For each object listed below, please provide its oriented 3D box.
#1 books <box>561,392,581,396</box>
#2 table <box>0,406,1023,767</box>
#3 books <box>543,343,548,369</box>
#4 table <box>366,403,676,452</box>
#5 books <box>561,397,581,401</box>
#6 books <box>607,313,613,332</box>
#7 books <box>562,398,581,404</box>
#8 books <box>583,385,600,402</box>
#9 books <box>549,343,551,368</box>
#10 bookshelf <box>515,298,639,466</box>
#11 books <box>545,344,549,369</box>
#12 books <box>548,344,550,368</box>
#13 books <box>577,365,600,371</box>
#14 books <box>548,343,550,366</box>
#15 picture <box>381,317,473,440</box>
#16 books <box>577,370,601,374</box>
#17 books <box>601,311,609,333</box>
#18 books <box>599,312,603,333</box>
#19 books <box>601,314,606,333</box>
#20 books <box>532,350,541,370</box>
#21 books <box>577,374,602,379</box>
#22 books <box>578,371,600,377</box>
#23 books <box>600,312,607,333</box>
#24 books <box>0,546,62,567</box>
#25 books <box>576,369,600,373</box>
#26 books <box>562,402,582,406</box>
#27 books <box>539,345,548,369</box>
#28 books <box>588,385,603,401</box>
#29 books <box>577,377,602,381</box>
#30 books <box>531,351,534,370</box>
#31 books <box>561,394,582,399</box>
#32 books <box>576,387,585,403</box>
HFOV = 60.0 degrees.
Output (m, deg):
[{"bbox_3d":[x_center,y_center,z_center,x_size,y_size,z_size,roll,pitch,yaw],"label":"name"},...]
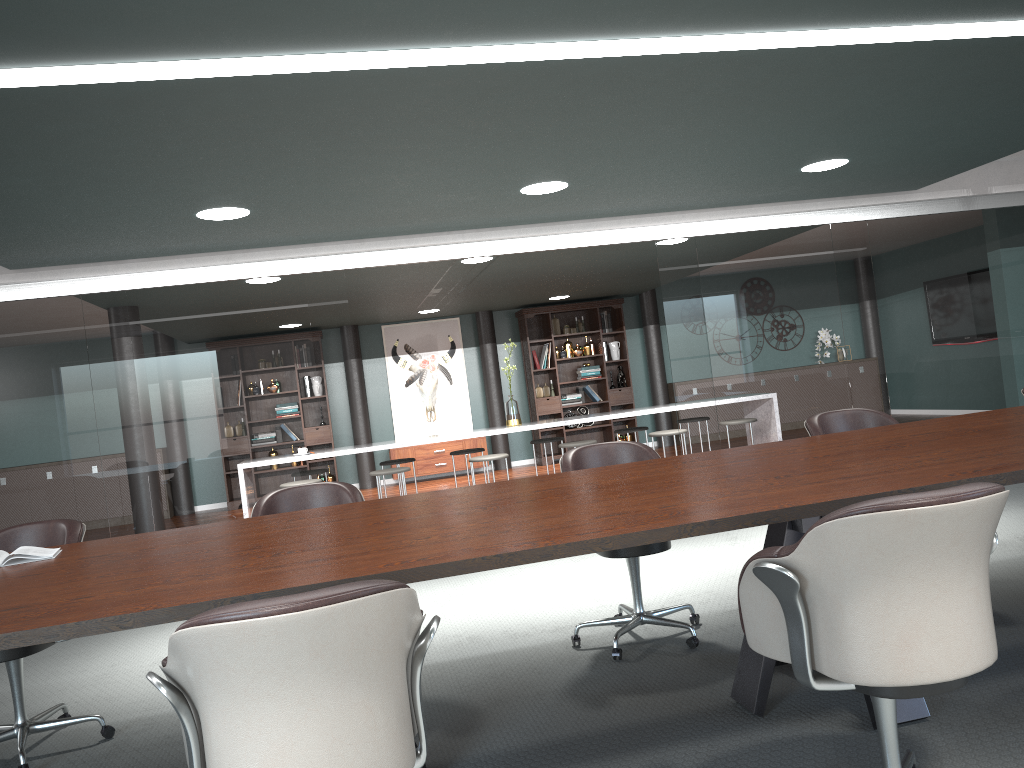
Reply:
[{"bbox_3d":[0.734,0.133,11.381,0.268,0.016,0.205,-7,0,-11],"label":"books"},{"bbox_3d":[0.158,0.683,2.548,6.694,0.706,1.374,-7,0,-11],"label":"table"},{"bbox_3d":[0.419,-0.352,11.347,0.090,0.316,0.197,-7,0,-11],"label":"books"},{"bbox_3d":[0.075,0.707,7.641,4.577,0.699,0.609,-7,0,-11],"label":"table"},{"bbox_3d":[0.729,0.192,11.379,0.268,0.016,0.205,-7,0,-11],"label":"books"},{"bbox_3d":[1.245,-0.783,11.521,0.042,0.248,0.194,-7,0,-11],"label":"books"},{"bbox_3d":[0.733,0.221,11.378,0.248,0.042,0.194,-7,0,-11],"label":"books"},{"bbox_3d":[1.015,0.125,11.439,0.176,0.227,0.194,-7,0,-11],"label":"books"},{"bbox_3d":[0.463,-0.360,11.351,0.062,0.322,0.197,-7,0,-11],"label":"books"},{"bbox_3d":[0.854,-0.031,11.446,1.339,1.984,0.482,-7,0,-11],"label":"bookshelf"},{"bbox_3d":[0.439,-0.351,11.351,0.063,0.309,0.210,-7,0,-11],"label":"books"},{"bbox_3d":[0.454,-0.353,11.353,0.063,0.309,0.210,-7,0,-11],"label":"books"},{"bbox_3d":[0.987,-0.202,11.465,0.248,0.042,0.194,-7,0,-11],"label":"books"},{"bbox_3d":[0.448,-0.359,11.350,0.062,0.322,0.197,-7,0,-11],"label":"books"},{"bbox_3d":[-1.077,-0.047,11.345,1.002,1.512,0.031,-7,0,-11],"label":"picture"},{"bbox_3d":[0.989,-0.158,11.465,0.268,0.016,0.205,-7,0,-11],"label":"books"},{"bbox_3d":[1.208,-0.798,11.515,0.027,0.286,0.184,-7,0,-11],"label":"books"},{"bbox_3d":[1.121,-0.788,11.498,0.027,0.286,0.184,-7,0,-11],"label":"books"},{"bbox_3d":[1.159,-0.772,11.504,0.042,0.248,0.194,-7,0,-11],"label":"books"},{"bbox_3d":[0.290,-0.303,11.323,0.084,0.252,0.194,-7,0,-11],"label":"books"},{"bbox_3d":[1.000,-0.093,11.466,0.286,0.027,0.184,-7,0,-11],"label":"books"},{"bbox_3d":[0.993,-0.128,11.464,0.248,0.042,0.194,-7,0,-11],"label":"books"},{"bbox_3d":[1.186,-0.787,11.510,0.016,0.268,0.205,-7,0,-11],"label":"books"},{"bbox_3d":[-1.513,0.518,2.648,0.285,0.032,0.180,-7,0,-21],"label":"books"},{"bbox_3d":[0.985,-0.173,11.459,0.268,0.016,0.205,-7,0,-11],"label":"books"},{"bbox_3d":[0.740,0.256,11.380,0.286,0.027,0.184,-7,0,-11],"label":"books"},{"bbox_3d":[0.396,-0.339,11.348,0.115,0.296,0.210,-7,0,-11],"label":"books"},{"bbox_3d":[1.048,0.119,11.446,0.166,0.228,0.205,-7,0,-11],"label":"books"},{"bbox_3d":[1.000,-0.071,11.465,0.268,0.016,0.205,-7,0,-11],"label":"books"},{"bbox_3d":[0.229,-0.293,11.310,0.042,0.248,0.194,-7,0,-11],"label":"books"},{"bbox_3d":[0.748,0.161,11.383,0.248,0.042,0.194,-7,0,-11],"label":"books"},{"bbox_3d":[0.886,0.145,11.482,0.063,0.214,0.139,-7,0,-11],"label":"books"}]
